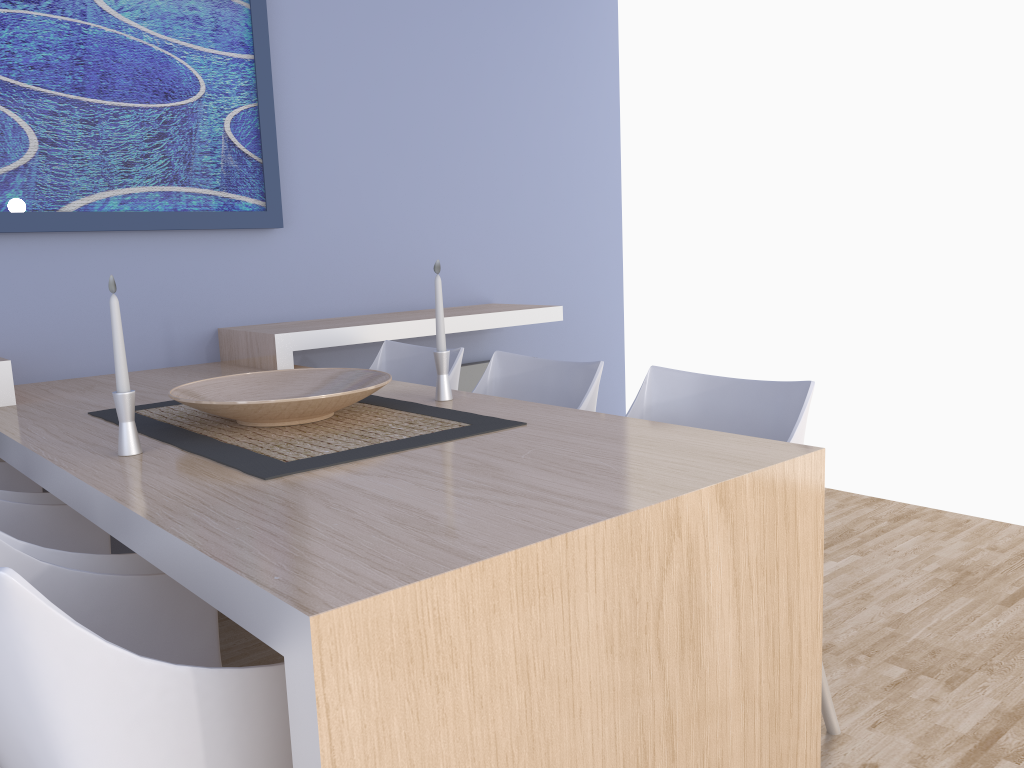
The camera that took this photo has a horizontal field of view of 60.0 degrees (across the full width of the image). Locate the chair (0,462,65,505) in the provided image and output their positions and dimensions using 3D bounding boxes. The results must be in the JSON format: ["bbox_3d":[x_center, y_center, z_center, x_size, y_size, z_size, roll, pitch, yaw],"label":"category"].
[{"bbox_3d":[-1.249,0.430,2.071,0.486,0.793,0.510,-10,11,-40],"label":"chair"}]

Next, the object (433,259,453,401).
[{"bbox_3d":[-0.177,-0.133,2.192,0.045,0.349,0.045,-10,11,-40],"label":"object"}]

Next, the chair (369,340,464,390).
[{"bbox_3d":[-0.402,0.281,2.832,0.486,0.793,0.510,-10,11,-40],"label":"chair"}]

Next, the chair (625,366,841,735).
[{"bbox_3d":[0.369,0.387,1.941,0.486,0.793,0.510,-10,11,-40],"label":"chair"}]

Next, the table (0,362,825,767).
[{"bbox_3d":[-0.578,0.426,2.171,1.002,0.718,2.340,-10,11,-40],"label":"table"}]

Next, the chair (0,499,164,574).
[{"bbox_3d":[-0.874,0.482,1.639,0.486,0.793,0.510,-10,11,-40],"label":"chair"}]

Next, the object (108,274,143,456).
[{"bbox_3d":[-0.753,-0.037,1.706,0.045,0.349,0.045,-2,9,1],"label":"object"}]

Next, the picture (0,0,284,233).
[{"bbox_3d":[-1.352,-0.945,2.828,1.252,0.901,0.049,-10,11,-40],"label":"picture"}]

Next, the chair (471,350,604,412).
[{"bbox_3d":[-0.019,0.333,2.389,0.486,0.793,0.510,-9,11,-39],"label":"chair"}]

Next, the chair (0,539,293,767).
[{"bbox_3d":[-0.500,0.533,1.206,0.486,0.793,0.510,-10,11,-40],"label":"chair"}]

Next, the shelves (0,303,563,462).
[{"bbox_3d":[-1.400,0.316,2.696,3.901,0.840,0.463,-10,11,-40],"label":"shelves"}]

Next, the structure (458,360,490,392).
[{"bbox_3d":[-1.464,0.376,2.887,3.843,0.503,0.064,-10,11,-40],"label":"structure"}]

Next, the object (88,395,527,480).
[{"bbox_3d":[-0.516,0.078,2.042,0.594,0.005,0.986,-10,11,-40],"label":"object"}]

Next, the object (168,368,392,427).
[{"bbox_3d":[-0.522,0.037,2.035,0.493,0.081,0.493,-6,9,-22],"label":"object"}]
